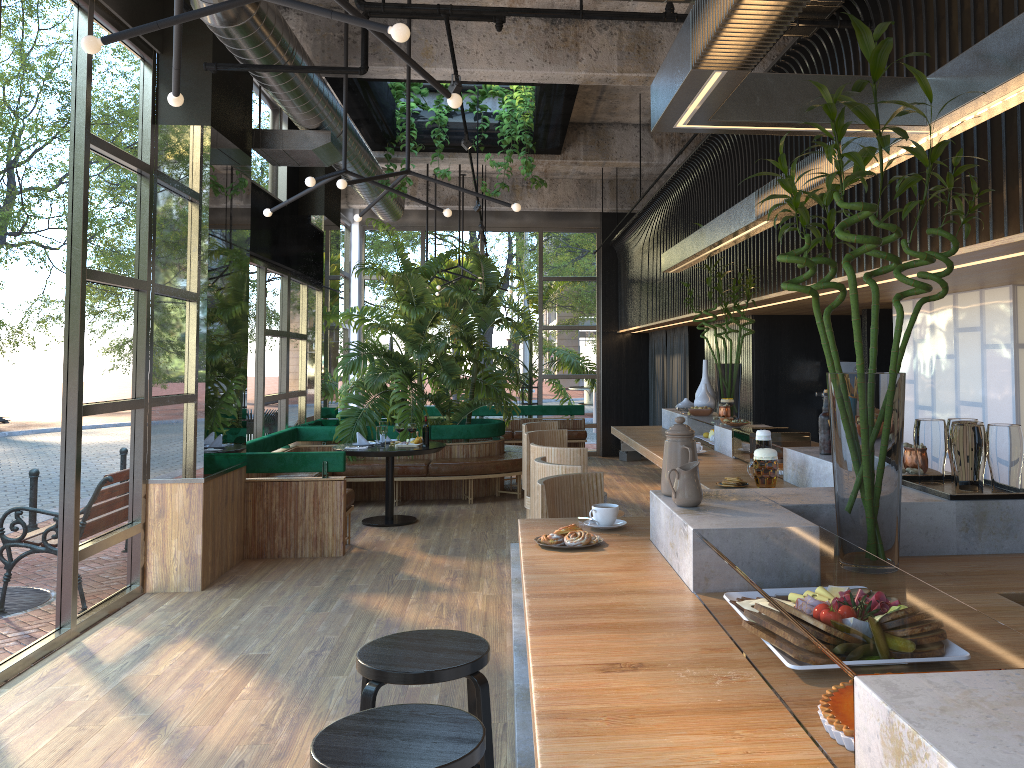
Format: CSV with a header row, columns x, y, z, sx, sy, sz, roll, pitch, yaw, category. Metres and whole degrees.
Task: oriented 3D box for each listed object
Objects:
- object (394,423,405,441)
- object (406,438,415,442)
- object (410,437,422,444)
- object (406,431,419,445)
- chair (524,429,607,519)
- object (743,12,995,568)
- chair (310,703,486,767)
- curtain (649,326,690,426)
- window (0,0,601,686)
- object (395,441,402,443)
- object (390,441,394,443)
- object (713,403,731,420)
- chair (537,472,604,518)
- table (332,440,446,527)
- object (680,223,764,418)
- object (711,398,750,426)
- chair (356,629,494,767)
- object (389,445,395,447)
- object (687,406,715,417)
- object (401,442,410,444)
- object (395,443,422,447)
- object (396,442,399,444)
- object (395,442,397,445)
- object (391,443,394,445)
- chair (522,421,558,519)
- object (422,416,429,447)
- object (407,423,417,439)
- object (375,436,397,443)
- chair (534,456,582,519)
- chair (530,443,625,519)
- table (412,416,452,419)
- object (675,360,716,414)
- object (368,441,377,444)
x,y,z,sx,sy,sz,roll,pitch,yaw,category
-1.154,0.502,9.098,0.105,0.201,0.099,1,-2,-14,object
-0.984,0.568,8.938,0.193,0.038,0.063,1,1,30,object
-0.954,0.558,8.839,0.099,0.064,0.162,0,1,-32,object
-0.981,0.531,8.748,0.144,0.124,0.097,0,-1,-22,object
0.356,0.809,5.875,0.569,0.971,0.524,1,-2,-28,chair
0.955,-0.287,2.393,0.673,1.553,0.584,0,-2,2,object
-0.272,1.199,2.126,0.526,0.698,0.502,0,-1,-12,chair
2.249,0.200,12.918,0.122,2.062,3.248,0,0,0,curtain
-0.574,-1.770,4.638,4.170,6.502,20.201,0,1,0,window
-1.157,0.592,8.962,0.097,0.028,0.129,0,1,12,object
-1.210,0.594,8.984,0.024,0.025,0.047,0,1,17,object
1.391,0.183,5.896,0.086,0.107,0.161,-1,-1,43,object
0.374,0.875,3.553,0.521,0.971,0.572,-2,-3,44,chair
-1.210,0.987,8.789,1.149,0.752,1.049,0,0,-34,table
1.562,-0.406,6.531,0.643,1.553,0.610,-2,-3,36,object
1.357,0.176,5.639,0.210,0.135,0.805,0,2,6,object
-0.277,1.181,2.769,0.522,0.698,0.506,0,-1,-7,chair
-1.188,0.606,8.765,0.062,0.013,0.146,0,2,-7,object
1.327,0.189,6.256,0.190,0.073,0.231,0,1,17,object
-1.058,0.584,8.829,0.102,0.013,0.221,0,2,3,object
-1.002,0.600,8.838,0.237,0.019,0.356,0,2,8,object
-1.151,0.592,8.899,0.033,0.032,0.037,0,0,-5,object
-1.152,0.595,8.809,0.032,0.031,0.040,0,0,22,object
-1.192,0.600,8.867,0.033,0.019,0.038,0,1,10,object
0.351,0.786,6.679,0.542,0.971,0.551,0,-2,7,chair
-0.846,0.463,8.723,0.067,0.300,0.069,-1,-3,13,object
-1.023,0.503,9.068,0.105,0.201,0.099,1,-2,-14,object
-1.297,0.537,9.163,0.240,0.139,0.225,0,0,-19,object
0.382,0.853,4.320,0.573,0.971,0.520,2,-2,-43,chair
0.379,0.830,5.131,0.531,0.971,0.562,-1,-2,21,chair
-1.240,0.875,12.712,1.139,0.752,1.060,0,0,-23,table
1.393,0.022,6.511,0.331,0.398,0.304,1,-2,-44,object
-1.469,0.595,9.069,0.165,0.019,0.243,-2,2,-43,object
